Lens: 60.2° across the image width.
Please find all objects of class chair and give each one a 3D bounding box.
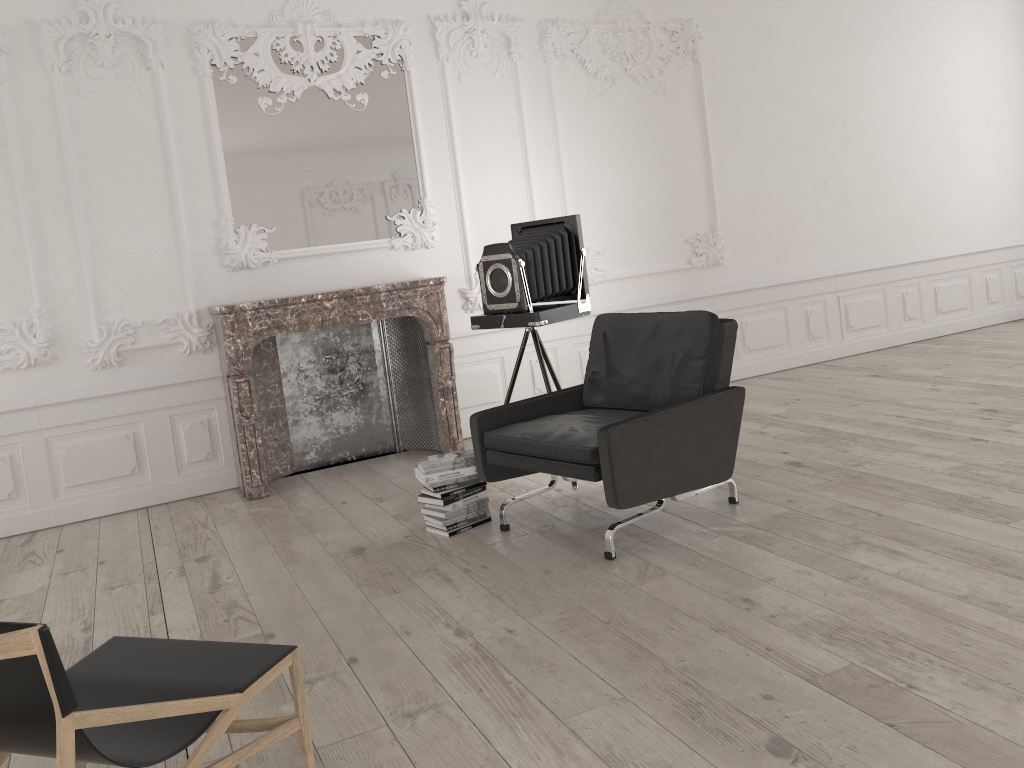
[{"bbox_3d":[-0.989,0.798,2.078,0.629,0.765,0.789,-5,7,21],"label":"chair"},{"bbox_3d":[0.499,0.171,4.344,1.096,0.957,0.973,-12,8,-38],"label":"chair"}]

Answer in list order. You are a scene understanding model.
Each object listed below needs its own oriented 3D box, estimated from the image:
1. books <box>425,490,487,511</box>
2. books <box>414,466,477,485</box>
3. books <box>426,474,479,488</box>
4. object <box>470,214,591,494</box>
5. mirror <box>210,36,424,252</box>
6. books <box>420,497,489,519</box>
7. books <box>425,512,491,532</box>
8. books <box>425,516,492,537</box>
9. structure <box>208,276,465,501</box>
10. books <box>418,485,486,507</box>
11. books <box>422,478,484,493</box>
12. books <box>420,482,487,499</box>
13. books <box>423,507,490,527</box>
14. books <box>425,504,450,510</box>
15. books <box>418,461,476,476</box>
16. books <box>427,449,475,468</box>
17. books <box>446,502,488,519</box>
[{"bbox_3d":[-0.288,0.587,4.538,0.198,0.034,0.261,1,12,45],"label":"books"},{"bbox_3d":[-0.325,0.442,4.506,0.311,0.041,0.200,-10,9,-17],"label":"books"},{"bbox_3d":[-0.310,0.472,4.519,0.281,0.025,0.200,-10,9,-18],"label":"books"},{"bbox_3d":[0.182,-0.203,5.208,0.710,1.513,0.661,-3,6,41],"label":"object"},{"bbox_3d":[-1.337,-1.687,6.192,1.442,1.562,0.009,-10,5,-24],"label":"mirror"},{"bbox_3d":[-0.293,0.621,4.528,0.292,0.026,0.205,-15,11,-41],"label":"books"},{"bbox_3d":[-0.279,0.689,4.533,0.276,0.025,0.199,-14,11,-37],"label":"books"},{"bbox_3d":[-0.274,0.716,4.528,0.279,0.025,0.199,-14,11,-40],"label":"books"},{"bbox_3d":[-1.185,-0.021,6.092,1.552,1.240,0.661,-10,6,-24],"label":"structure"},{"bbox_3d":[-0.307,0.556,4.518,0.198,0.034,0.303,1,12,43],"label":"books"},{"bbox_3d":[-0.303,0.497,4.519,0.275,0.025,0.199,-11,9,-22],"label":"books"},{"bbox_3d":[-0.298,0.524,4.514,0.279,0.025,0.199,-13,10,-35],"label":"books"},{"bbox_3d":[-0.286,0.664,4.533,0.282,0.025,0.199,-13,10,-33],"label":"books"},{"bbox_3d":[-0.288,0.587,4.538,0.193,0.030,0.255,1,12,45],"label":"books"},{"bbox_3d":[-0.322,0.407,4.512,0.290,0.026,0.206,-9,9,-16],"label":"books"},{"bbox_3d":[-0.304,0.379,4.520,0.243,0.022,0.173,-8,9,-9],"label":"books"},{"bbox_3d":[-0.269,0.637,4.539,0.244,0.022,0.172,-13,10,-35],"label":"books"}]
